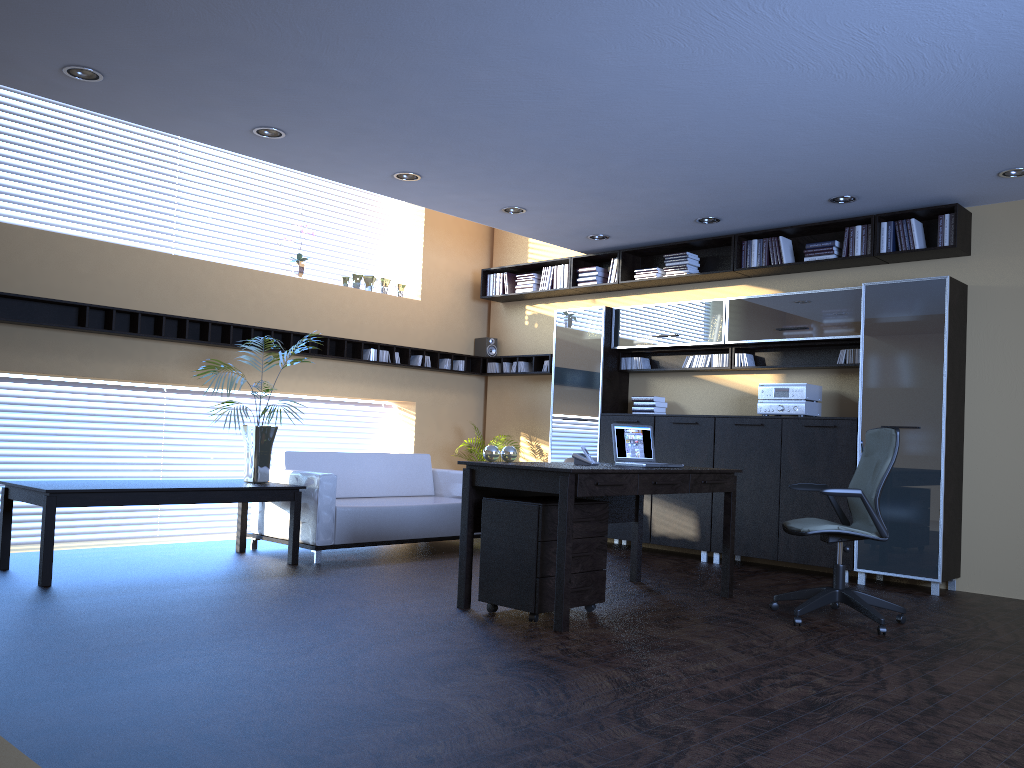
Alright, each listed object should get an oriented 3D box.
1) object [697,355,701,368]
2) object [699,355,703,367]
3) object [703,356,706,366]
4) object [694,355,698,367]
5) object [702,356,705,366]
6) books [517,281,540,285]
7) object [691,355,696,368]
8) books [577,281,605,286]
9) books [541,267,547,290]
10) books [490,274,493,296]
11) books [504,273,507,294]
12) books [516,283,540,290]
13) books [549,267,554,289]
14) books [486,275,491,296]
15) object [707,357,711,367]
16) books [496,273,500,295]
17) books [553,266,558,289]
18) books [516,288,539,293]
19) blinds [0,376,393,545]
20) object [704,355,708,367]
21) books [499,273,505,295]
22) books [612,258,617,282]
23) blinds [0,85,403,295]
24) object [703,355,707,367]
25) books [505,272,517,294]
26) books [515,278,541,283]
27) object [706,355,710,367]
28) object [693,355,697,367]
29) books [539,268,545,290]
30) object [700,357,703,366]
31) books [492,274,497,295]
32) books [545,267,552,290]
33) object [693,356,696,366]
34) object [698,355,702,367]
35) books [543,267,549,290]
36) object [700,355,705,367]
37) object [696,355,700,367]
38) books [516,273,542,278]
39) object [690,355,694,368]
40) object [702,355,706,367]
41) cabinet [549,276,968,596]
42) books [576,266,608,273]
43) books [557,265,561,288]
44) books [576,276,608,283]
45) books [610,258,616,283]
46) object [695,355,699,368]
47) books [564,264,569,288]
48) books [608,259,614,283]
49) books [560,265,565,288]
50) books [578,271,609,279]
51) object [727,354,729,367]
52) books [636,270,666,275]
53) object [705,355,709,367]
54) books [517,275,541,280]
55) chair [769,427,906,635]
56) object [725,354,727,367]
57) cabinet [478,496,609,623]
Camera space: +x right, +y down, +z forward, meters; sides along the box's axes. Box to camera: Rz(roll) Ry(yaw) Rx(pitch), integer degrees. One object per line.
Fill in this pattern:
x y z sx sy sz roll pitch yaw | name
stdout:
1.818 -0.210 8.454 0.040 0.118 0.142 0 -3 43 | object
1.831 -0.211 8.437 0.036 0.116 0.140 1 -3 43 | object
1.866 -0.211 8.416 0.040 0.118 0.142 0 -3 43 | object
1.797 -0.210 8.475 0.036 0.116 0.140 0 -3 43 | object
1.853 -0.211 8.417 0.036 0.116 0.140 1 -3 43 | object
0.223 -1.118 9.927 0.258 0.028 0.208 -1 -5 43 | books
1.773 -0.210 8.494 0.040 0.118 0.142 0 -3 43 | object
0.849 -1.036 9.318 0.258 0.050 0.208 -1 -5 43 | books
0.412 -1.135 9.727 0.075 0.259 0.208 1 -3 43 | books
-0.170 -1.126 10.281 0.050 0.258 0.208 1 -3 42 | books
-0.010 -1.129 10.132 0.075 0.259 0.208 1 -3 42 | books
0.204 -1.078 9.927 0.258 0.050 0.208 -1 -5 42 | books
0.492 -1.135 9.673 0.075 0.259 0.208 1 -3 43 | books
-0.210 -1.126 10.315 0.050 0.258 0.208 1 -3 43 | books
1.899 -0.212 8.378 0.040 0.118 0.142 0 -3 43 | object
-0.096 -1.128 10.208 0.050 0.258 0.208 1 -3 43 | books
0.533 -1.136 9.623 0.050 0.258 0.208 1 -3 44 | books
0.206 -1.027 9.914 0.258 0.050 0.208 -1 -5 44 | books
-3.231 0.719 8.125 0.047 1.366 5.398 1 -4 43 | blinds
1.879 -0.211 8.400 0.040 0.118 0.142 1 -3 43 | object
-0.058 -1.128 10.173 0.050 0.258 0.208 1 -3 43 | books
1.113 -1.145 9.072 0.075 0.259 0.208 1 -3 42 | books
-3.122 -1.852 8.212 0.039 1.459 5.398 1 -4 43 | blinds
1.868 -0.211 8.404 0.040 0.118 0.142 0 -3 43 | object
0.010 -1.129 10.107 0.075 0.259 0.208 1 -3 42 | books
0.203 -1.148 9.921 0.258 0.028 0.208 -1 -5 43 | books
1.890 -0.212 8.383 0.036 0.116 0.140 1 -3 43 | object
1.788 -0.210 8.480 0.036 0.116 0.140 0 -3 43 | object
0.393 -1.134 9.754 0.075 0.259 0.208 1 -3 43 | books
1.840 -0.211 8.432 0.036 0.116 0.140 1 -3 43 | object
-0.139 -1.128 10.238 0.050 0.258 0.208 1 -3 42 | books
0.458 -1.136 9.684 0.075 0.259 0.208 1 -3 43 | books
1.783 -0.210 8.489 0.036 0.116 0.140 1 -3 43 | object
1.828 -0.210 8.449 0.040 0.118 0.142 0 -3 43 | object
0.434 -1.135 9.705 0.075 0.259 0.208 1 -3 43 | books
1.844 -0.211 8.423 0.040 0.118 0.142 0 -3 43 | object
1.812 -0.210 8.462 0.036 0.116 0.140 1 -3 43 | object
0.209 -1.203 9.939 0.258 0.028 0.208 -1 -5 43 | books
1.765 -0.210 8.501 0.040 0.118 0.142 1 -3 43 | object
1.856 -0.211 8.420 0.040 0.118 0.142 0 -3 43 | object
1.966 0.418 8.102 3.876 2.397 0.491 0 -3 43 | cabinet
0.842 -1.189 9.337 0.258 0.050 0.208 -1 -5 43 | books
0.571 -1.137 9.587 0.050 0.258 0.208 1 -3 43 | books
0.840 -1.088 9.323 0.258 0.050 0.208 -1 -5 43 | books
1.099 -1.143 9.104 0.075 0.259 0.208 1 -3 42 | books
1.801 -0.211 8.465 0.040 0.118 0.142 0 -3 43 | object
0.642 -1.138 9.511 0.050 0.258 0.208 1 -3 43 | books
1.073 -1.143 9.122 0.075 0.259 0.208 1 -3 43 | books
0.603 -1.138 9.546 0.050 0.258 0.208 1 -3 44 | books
0.858 -1.138 9.324 0.258 0.050 0.208 -1 -5 43 | books
2.040 -0.214 8.239 0.009 0.120 0.142 1 -3 43 | object
1.397 -1.091 8.808 0.258 0.028 0.208 -1 -5 43 | books
1.885 -0.211 8.393 0.040 0.118 0.142 0 -3 43 | object
0.224 -1.175 9.924 0.258 0.028 0.208 -1 -5 42 | books
2.084 0.862 5.525 0.768 1.214 0.833 2 -2 0 | chair
2.027 -0.214 8.255 0.009 0.120 0.142 1 -3 43 | object
0.208 1.041 5.368 0.500 0.679 0.635 0 -3 43 | cabinet
